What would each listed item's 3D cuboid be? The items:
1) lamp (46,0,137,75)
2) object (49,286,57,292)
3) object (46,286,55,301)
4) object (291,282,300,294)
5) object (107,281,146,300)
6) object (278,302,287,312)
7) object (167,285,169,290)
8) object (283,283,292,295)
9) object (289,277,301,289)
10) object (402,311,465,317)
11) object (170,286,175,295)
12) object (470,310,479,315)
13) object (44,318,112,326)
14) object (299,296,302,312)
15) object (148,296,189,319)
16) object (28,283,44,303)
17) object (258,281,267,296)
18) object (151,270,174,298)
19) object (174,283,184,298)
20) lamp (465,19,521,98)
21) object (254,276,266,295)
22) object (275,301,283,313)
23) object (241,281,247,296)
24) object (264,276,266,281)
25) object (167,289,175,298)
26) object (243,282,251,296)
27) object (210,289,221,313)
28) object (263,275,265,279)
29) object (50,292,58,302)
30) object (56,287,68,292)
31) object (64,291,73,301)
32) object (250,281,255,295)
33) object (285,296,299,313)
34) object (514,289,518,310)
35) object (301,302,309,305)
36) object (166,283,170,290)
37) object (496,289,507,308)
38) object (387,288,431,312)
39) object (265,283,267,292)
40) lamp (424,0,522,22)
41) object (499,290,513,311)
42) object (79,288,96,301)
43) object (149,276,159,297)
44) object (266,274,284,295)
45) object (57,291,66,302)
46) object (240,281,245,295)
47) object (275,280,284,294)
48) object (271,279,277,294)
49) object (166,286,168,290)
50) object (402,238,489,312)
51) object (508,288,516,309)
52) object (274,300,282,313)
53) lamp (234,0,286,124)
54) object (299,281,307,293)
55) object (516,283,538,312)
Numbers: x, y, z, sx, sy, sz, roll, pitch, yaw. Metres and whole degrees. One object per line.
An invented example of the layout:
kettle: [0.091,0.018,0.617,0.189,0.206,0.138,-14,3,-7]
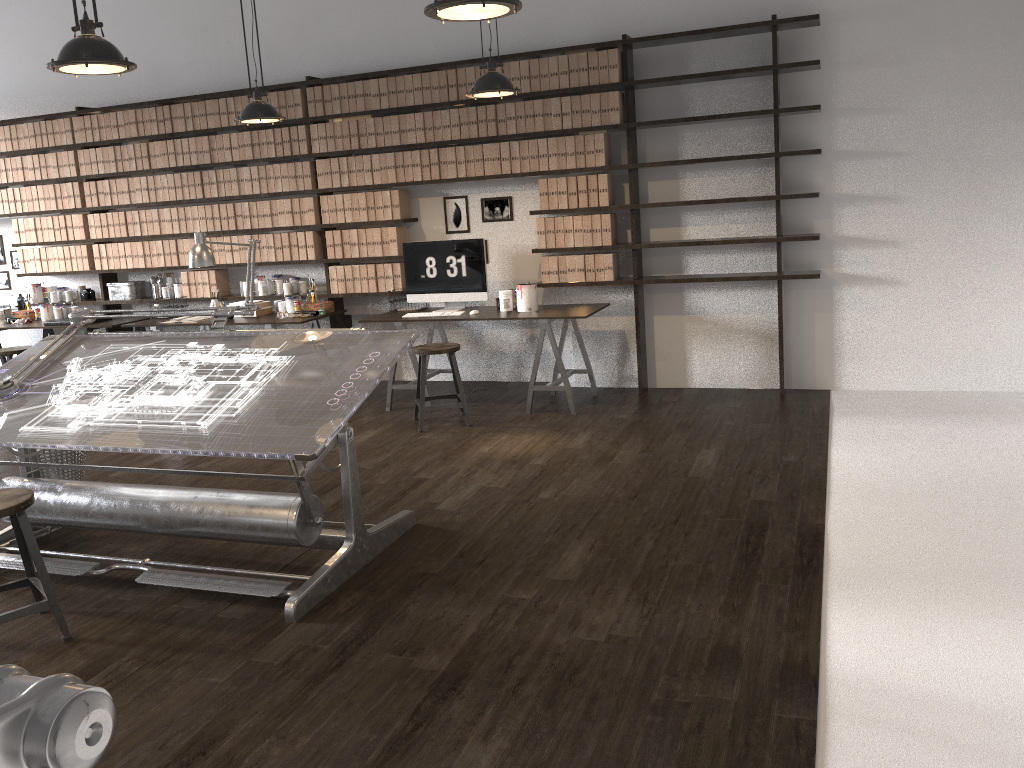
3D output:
lamp: [-1.655,-2.287,3.166,0.311,2.235,0.314,5,12,45]
object: [-4.285,-0.846,8.259,0.072,0.128,0.071,-8,10,-22]
object: [-4.257,-0.833,8.185,0.070,0.129,0.070,-10,11,-31]
object: [-1.764,-0.780,7.214,0.063,0.094,0.063,-11,12,-37]
object: [-3.419,-0.830,7.863,0.317,0.151,0.194,0,11,20]
object: [-1.818,-0.603,7.015,0.062,0.093,0.062,-7,10,-19]
object: [-2.962,-0.803,7.643,0.028,0.126,0.004,-1,9,19]
object: [-1.820,-0.769,7.178,0.062,0.095,0.062,-11,12,-37]
object: [-1.791,-0.817,7.335,0.094,0.129,0.095,-3,10,8]
object: [-0.556,-0.493,6.279,0.439,0.017,0.120,-1,12,16]
object: [-2.943,-0.803,7.719,0.063,0.093,0.063,-7,10,-17]
object: [-0.260,-0.501,6.183,0.059,0.028,0.107,0,12,17]
object: [-3.641,-0.531,7.434,0.445,0.033,0.315,0,12,20]
object: [-1.728,-0.635,7.078,0.095,0.127,0.095,-1,10,17]
object: [-2.848,-0.632,7.351,0.203,0.159,0.286,0,12,20]
object: [-4.381,-0.835,8.150,0.106,0.175,0.108,0,10,22]
object: [-2.050,-0.783,7.271,0.062,0.118,0.062,-6,10,-11]
object: [-3.067,-0.887,7.731,0.181,0.270,0.158,-3,10,5]
object: [-2.856,-0.803,7.626,0.095,0.127,0.095,1,11,27]
lamp: [-0.181,-2.721,4.784,0.311,2.235,0.314,5,12,45]
object: [-2.097,-0.819,7.380,0.095,0.160,0.095,-1,10,17]
object: [-1.854,-0.613,7.075,0.063,0.093,0.063,-9,11,-28]
object: [-2.223,-0.793,7.378,0.063,0.117,0.063,-9,11,-28]
object: [-2.028,-0.823,7.332,0.005,0.147,0.036,4,12,43]
object: [-2.909,-0.796,7.689,0.062,0.092,0.182,3,13,34]
object: [-2.186,-0.783,7.318,0.062,0.118,0.062,-7,10,-19]
object: [-2.459,-0.679,7.333,0.102,0.207,0.102,-8,10,-24]
object: [-2.037,-0.821,7.329,0.004,0.167,0.030,4,12,42]
object: [-4.177,-0.794,8.083,0.062,0.093,0.062,-3,10,6]
object: [-4.153,-0.831,8.189,0.094,0.127,0.095,-12,13,-38]
object: [-4.041,-0.801,8.072,0.062,0.093,0.062,-3,10,6]
object: [-2.165,-0.797,7.375,0.045,0.127,0.045,0,10,21]
object: [-1.720,-0.618,6.962,0.105,0.140,0.105,1,11,28]
object: [0.054,-0.595,6.261,0.068,0.153,0.069,-4,9,-3]
object: [-1.624,-0.598,6.957,0.060,0.088,0.060,1,11,25]
object: [-2.957,-0.811,7.644,0.041,0.124,0.008,-2,9,9]
object: [-0.071,-0.618,6.432,0.096,0.141,0.092,-4,10,0]
object: [-0.775,-0.634,6.678,0.284,0.159,0.205,-1,11,13]
object: [-2.022,-0.789,7.354,0.054,0.100,0.054,3,12,37]
lamp: [-0.198,-2.275,2.625,0.311,2.235,0.315,-4,9,0]
object: [-0.041,-0.587,6.256,0.095,0.143,0.095,-13,13,-42]
object: [-3.841,-0.805,7.983,0.171,0.108,0.092,0,11,20]
object: [-3.170,-0.858,7.860,0.079,0.187,0.079,-4,9,0]
object: [-1.973,-0.820,7.346,0.094,0.160,0.207,0,11,22]
object: [-4.108,-0.797,8.073,0.062,0.093,0.064,-3,10,6]
object: [-2.250,-0.804,7.438,0.062,0.118,0.062,-9,11,-28]
object: [-1.915,-0.797,7.293,0.062,0.118,0.062,-6,10,-11]
object: [-1.964,-0.802,7.331,0.044,0.127,0.045,3,12,38]
object: [-2.960,-0.795,7.627,0.035,0.102,0.004,-1,9,16]
object: [-0.472,-0.792,6.470,0.643,0.514,0.206,0,10,20]
object: [0.020,-0.608,6.343,0.097,0.142,0.096,4,12,37]
object: [-1.881,-0.624,7.136,0.062,0.093,0.062,-9,11,-28]
lamp: [-1.638,-2.733,5.325,0.311,2.235,0.314,5,12,45]
object: [-1.711,-0.793,7.258,0.062,0.095,0.062,-11,12,-37]
object: [0.107,-0.598,6.167,0.144,0.194,0.146,-5,10,-7]
